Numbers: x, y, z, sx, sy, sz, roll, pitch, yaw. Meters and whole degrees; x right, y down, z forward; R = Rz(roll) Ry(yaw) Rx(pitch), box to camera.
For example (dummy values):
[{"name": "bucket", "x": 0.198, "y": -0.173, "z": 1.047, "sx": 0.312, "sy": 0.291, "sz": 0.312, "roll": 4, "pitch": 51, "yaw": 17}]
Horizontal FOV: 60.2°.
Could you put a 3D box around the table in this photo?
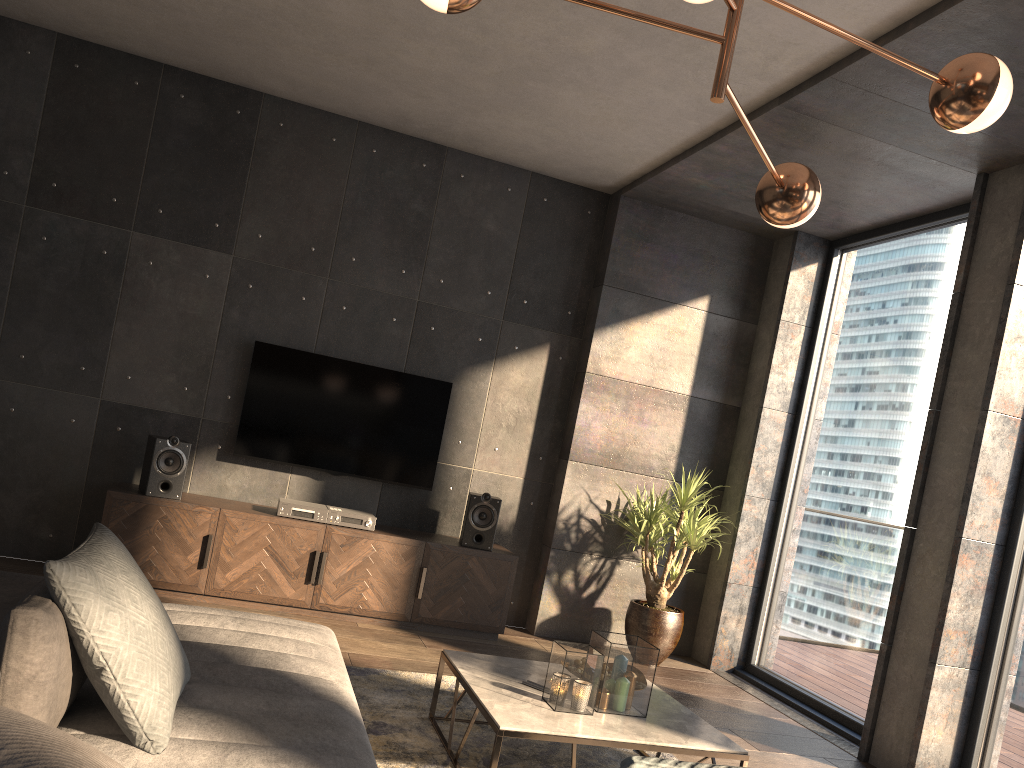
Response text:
[{"name": "table", "x": 0.240, "y": 1.355, "z": 3.408, "sx": 0.935, "sy": 0.309, "sz": 0.928, "roll": 12, "pitch": -4, "yaw": -16}]

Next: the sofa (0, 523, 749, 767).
[{"name": "sofa", "x": -0.489, "y": 0.896, "z": 2.292, "sx": 2.033, "sy": 0.783, "sz": 2.902, "roll": 12, "pitch": -4, "yaw": -16}]

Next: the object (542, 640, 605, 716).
[{"name": "object", "x": 0.222, "y": 1.067, "z": 3.213, "sx": 0.149, "sy": 0.221, "sz": 0.149, "roll": 11, "pitch": -1, "yaw": -16}]

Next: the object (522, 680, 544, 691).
[{"name": "object", "x": 0.124, "y": 1.166, "z": 3.375, "sx": 0.179, "sy": 0.012, "sz": 0.047, "roll": 8, "pitch": -5, "yaw": 35}]

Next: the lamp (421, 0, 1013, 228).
[{"name": "lamp", "x": 0.674, "y": -1.084, "z": 1.965, "sx": 1.477, "sy": 1.038, "sz": 1.006, "roll": 13, "pitch": -2, "yaw": -40}]

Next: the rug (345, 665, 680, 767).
[{"name": "rug", "x": 0.099, "y": 1.454, "z": 2.934, "sx": 1.737, "sy": 0.020, "sz": 3.135, "roll": 12, "pitch": -4, "yaw": -16}]

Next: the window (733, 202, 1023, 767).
[{"name": "window", "x": 2.880, "y": 0.448, "z": 2.521, "sx": 0.200, "sy": 2.996, "sz": 7.246, "roll": 11, "pitch": -3, "yaw": -15}]

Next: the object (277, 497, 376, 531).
[{"name": "object", "x": -1.127, "y": 0.791, "z": 5.352, "sx": 0.576, "sy": 0.087, "sz": 0.269, "roll": 12, "pitch": -4, "yaw": -16}]

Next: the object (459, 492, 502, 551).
[{"name": "object", "x": -0.199, "y": 0.857, "z": 5.608, "sx": 0.198, "sy": 0.354, "sz": 0.249, "roll": 11, "pitch": -1, "yaw": -6}]

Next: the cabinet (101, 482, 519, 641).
[{"name": "cabinet", "x": -1.208, "y": 1.107, "z": 5.425, "sx": 2.419, "sy": 0.551, "sz": 0.538, "roll": 12, "pitch": -2, "yaw": -16}]

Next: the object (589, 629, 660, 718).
[{"name": "object", "x": 0.403, "y": 1.091, "z": 3.336, "sx": 0.200, "sy": 0.261, "sz": 0.196, "roll": 11, "pitch": -1, "yaw": -16}]

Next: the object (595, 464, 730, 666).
[{"name": "object", "x": 0.942, "y": 1.147, "z": 5.824, "sx": 0.947, "sy": 1.361, "sz": 1.029, "roll": 11, "pitch": -1, "yaw": 15}]

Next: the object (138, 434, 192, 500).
[{"name": "object", "x": -1.991, "y": 0.464, "z": 5.072, "sx": 0.200, "sy": 0.354, "sz": 0.247, "roll": 11, "pitch": -1, "yaw": -31}]

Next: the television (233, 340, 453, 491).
[{"name": "television", "x": -1.061, "y": 0.224, "z": 5.635, "sx": 1.272, "sy": 0.737, "sz": 0.057, "roll": 12, "pitch": 1, "yaw": -16}]
